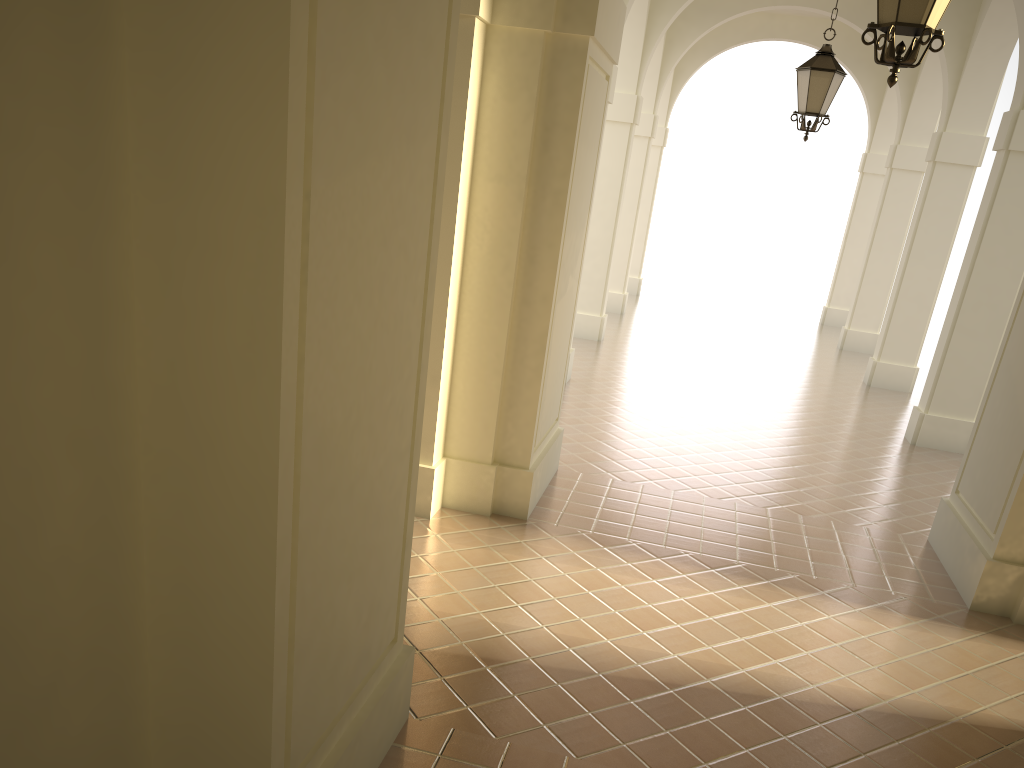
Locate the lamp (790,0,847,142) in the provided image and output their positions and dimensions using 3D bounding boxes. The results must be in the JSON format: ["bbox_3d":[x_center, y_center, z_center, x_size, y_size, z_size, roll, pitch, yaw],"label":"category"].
[{"bbox_3d":[3.218,-4.103,8.383,0.507,3.489,0.421,11,21,10],"label":"lamp"}]

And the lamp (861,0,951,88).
[{"bbox_3d":[2.105,-3.101,3.773,0.442,3.489,0.483,0,22,-18],"label":"lamp"}]
